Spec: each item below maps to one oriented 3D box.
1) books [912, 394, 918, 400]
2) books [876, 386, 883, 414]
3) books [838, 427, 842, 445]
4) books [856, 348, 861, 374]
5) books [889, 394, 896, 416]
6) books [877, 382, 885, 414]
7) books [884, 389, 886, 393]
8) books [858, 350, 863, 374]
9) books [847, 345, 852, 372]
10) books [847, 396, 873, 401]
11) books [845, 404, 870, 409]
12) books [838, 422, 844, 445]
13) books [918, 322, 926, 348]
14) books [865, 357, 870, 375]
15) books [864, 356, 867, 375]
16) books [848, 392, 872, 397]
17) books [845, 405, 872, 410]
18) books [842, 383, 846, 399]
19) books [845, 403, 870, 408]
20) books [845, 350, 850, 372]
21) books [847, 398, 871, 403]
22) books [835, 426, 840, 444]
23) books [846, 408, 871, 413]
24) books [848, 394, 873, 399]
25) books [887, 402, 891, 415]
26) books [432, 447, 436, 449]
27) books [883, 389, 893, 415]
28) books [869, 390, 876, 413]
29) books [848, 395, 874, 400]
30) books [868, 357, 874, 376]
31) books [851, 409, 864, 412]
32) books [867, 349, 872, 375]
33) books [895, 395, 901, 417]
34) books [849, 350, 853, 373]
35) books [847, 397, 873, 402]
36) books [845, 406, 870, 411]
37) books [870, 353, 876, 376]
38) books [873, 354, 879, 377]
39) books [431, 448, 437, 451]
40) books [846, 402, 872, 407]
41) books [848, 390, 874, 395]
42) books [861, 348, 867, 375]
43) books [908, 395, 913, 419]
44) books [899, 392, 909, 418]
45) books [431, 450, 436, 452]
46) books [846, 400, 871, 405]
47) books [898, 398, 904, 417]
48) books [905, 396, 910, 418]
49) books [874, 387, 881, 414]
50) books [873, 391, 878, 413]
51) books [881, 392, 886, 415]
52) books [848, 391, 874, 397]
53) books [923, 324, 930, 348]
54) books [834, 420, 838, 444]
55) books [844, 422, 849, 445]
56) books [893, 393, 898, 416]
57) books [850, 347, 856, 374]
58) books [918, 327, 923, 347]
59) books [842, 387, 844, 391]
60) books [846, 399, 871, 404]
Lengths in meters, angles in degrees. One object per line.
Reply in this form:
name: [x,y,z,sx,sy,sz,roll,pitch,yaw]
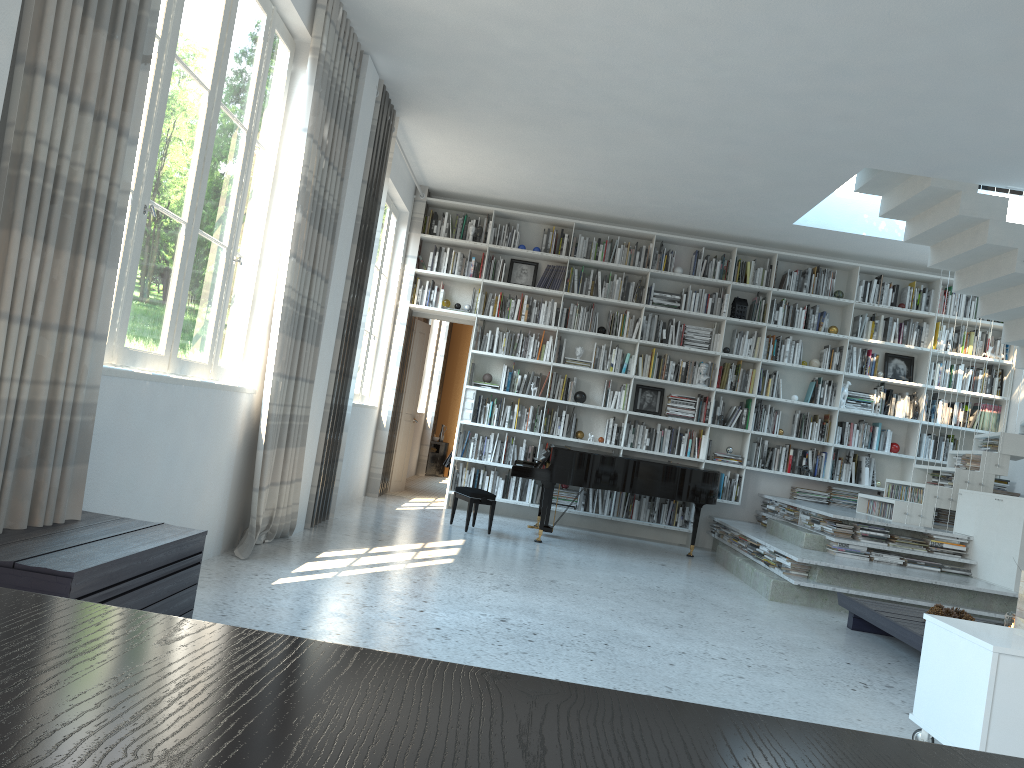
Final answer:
books: [4.166,0.243,9.186,0.029,0.283,0.138,9,-2,2]
books: [3.776,0.172,9.161,0.011,0.300,0.184,9,-2,2]
books: [3.362,0.537,9.167,0.022,0.184,0.162,9,-2,2]
books: [3.571,-0.225,9.207,0.012,0.285,0.159,9,-2,2]
books: [3.914,0.223,9.173,0.031,0.242,0.147,9,-2,2]
books: [3.790,0.154,9.160,0.010,0.339,0.180,9,-2,2]
books: [3.827,0.191,9.183,0.013,0.280,0.131,9,-2,2]
books: [3.598,-0.212,9.215,0.043,0.269,0.131,9,-2,2]
books: [3.480,-0.247,9.206,0.015,0.300,0.140,9,-2,2]
books: [3.570,0.150,9.188,0.285,0.012,0.159,9,-3,4]
books: [3.553,0.234,9.180,0.254,0.012,0.161,9,-3,6]
books: [3.393,0.511,9.165,0.047,0.244,0.177,9,-2,2]
books: [4.232,-0.491,9.191,0.026,0.284,0.147,9,-2,2]
books: [3.651,-0.174,9.176,0.013,0.207,0.190,9,-2,2]
books: [3.640,-0.205,9.204,0.020,0.267,0.152,9,-2,2]
books: [3.576,0.115,9.189,0.254,0.012,0.161,9,-3,4]
books: [3.551,0.245,9.177,0.285,0.012,0.159,9,-3,7]
books: [3.404,0.130,9.198,0.028,0.267,0.138,9,-2,2]
books: [3.555,0.222,9.185,0.254,0.012,0.161,9,-3,4]
books: [3.455,-0.227,9.219,0.030,0.253,0.128,9,-2,2]
books: [3.566,0.174,9.180,0.254,0.012,0.161,9,-3,7]
books: [3.341,0.532,9.170,0.023,0.186,0.159,9,-2,2]
books: [3.548,0.269,9.179,0.285,0.012,0.159,9,-3,6]
books: [3.574,0.127,9.188,0.285,0.012,0.159,9,-3,4]
books: [3.897,0.204,9.196,0.010,0.278,0.129,9,-2,2]
books: [-1.254,0.965,13.475,0.133,0.012,0.189,8,-3,19]
books: [3.863,0.195,9.170,0.059,0.282,0.167,9,-2,2]
books: [3.719,0.186,9.178,0.012,0.254,0.161,9,-2,2]
books: [3.572,0.138,9.181,0.285,0.012,0.159,9,-3,-3]
books: [3.688,-0.170,9.191,0.033,0.213,0.153,9,-2,2]
books: [3.546,0.281,9.176,0.285,0.012,0.159,9,-3,-3]
books: [3.671,-0.210,9.188,0.014,0.285,0.175,9,-2,2]
books: [3.974,0.237,9.189,0.028,0.235,0.129,9,-2,2]
books: [3.489,-0.220,9.196,0.011,0.248,0.156,9,-2,2]
books: [3.568,0.162,9.185,0.285,0.012,0.159,9,-3,-1]
books: [3.549,0.258,9.180,0.254,0.012,0.161,9,-3,-2]
books: [3.718,-0.186,9.190,0.021,0.253,0.167,9,-2,2]
books: [3.741,-0.178,9.179,0.026,0.243,0.178,9,-2,2]
books: [-1.258,0.981,13.466,0.189,0.022,0.133,11,-3,-37]
books: [3.558,0.210,9.186,0.285,0.012,0.159,9,-3,0]
books: [3.580,0.091,9.190,0.285,0.012,0.159,9,-3,4]
books: [3.626,-0.218,9.191,0.012,0.287,0.176,9,-2,2]
books: [4.088,0.245,9.172,0.024,0.254,0.145,9,-2,2]
books: [4.026,0.226,9.157,0.021,0.271,0.191,9,-2,2]
books: [-1.258,1.008,13.466,0.128,0.030,0.182,8,-3,24]
books: [3.560,0.198,9.179,0.254,0.012,0.161,9,-3,-3]
books: [3.999,0.252,9.181,0.025,0.213,0.155,9,-2,2]
books: [4.054,0.247,9.158,0.041,0.239,0.176,9,-2,2]
books: [3.764,0.178,9.187,0.012,0.285,0.159,9,-2,2]
books: [3.736,0.194,9.195,0.023,0.247,0.138,9,-2,2]
books: [3.802,0.208,9.166,0.030,0.236,0.179,9,-2,2]
books: [3.578,0.103,9.189,0.285,0.012,0.159,9,-3,0]
books: [4.258,-0.477,9.188,0.031,0.265,0.169,9,-2,2]
books: [3.329,0.497,9.183,0.012,0.254,0.161,9,-2,2]
books: [3.429,0.516,9.175,0.024,0.247,0.143,9,-2,2]
books: [3.946,0.225,9.191,0.031,0.250,0.133,9,-2,2]
books: [3.530,-0.234,9.201,0.065,0.289,0.146,9,-2,2]
books: [4.204,-0.470,9.195,0.022,0.234,0.158,9,-2,2]
books: [3.373,0.147,9.168,0.027,0.221,0.184,9,-2,2]
books: [3.562,0.186,9.191,0.254,0.012,0.161,9,-3,2]
